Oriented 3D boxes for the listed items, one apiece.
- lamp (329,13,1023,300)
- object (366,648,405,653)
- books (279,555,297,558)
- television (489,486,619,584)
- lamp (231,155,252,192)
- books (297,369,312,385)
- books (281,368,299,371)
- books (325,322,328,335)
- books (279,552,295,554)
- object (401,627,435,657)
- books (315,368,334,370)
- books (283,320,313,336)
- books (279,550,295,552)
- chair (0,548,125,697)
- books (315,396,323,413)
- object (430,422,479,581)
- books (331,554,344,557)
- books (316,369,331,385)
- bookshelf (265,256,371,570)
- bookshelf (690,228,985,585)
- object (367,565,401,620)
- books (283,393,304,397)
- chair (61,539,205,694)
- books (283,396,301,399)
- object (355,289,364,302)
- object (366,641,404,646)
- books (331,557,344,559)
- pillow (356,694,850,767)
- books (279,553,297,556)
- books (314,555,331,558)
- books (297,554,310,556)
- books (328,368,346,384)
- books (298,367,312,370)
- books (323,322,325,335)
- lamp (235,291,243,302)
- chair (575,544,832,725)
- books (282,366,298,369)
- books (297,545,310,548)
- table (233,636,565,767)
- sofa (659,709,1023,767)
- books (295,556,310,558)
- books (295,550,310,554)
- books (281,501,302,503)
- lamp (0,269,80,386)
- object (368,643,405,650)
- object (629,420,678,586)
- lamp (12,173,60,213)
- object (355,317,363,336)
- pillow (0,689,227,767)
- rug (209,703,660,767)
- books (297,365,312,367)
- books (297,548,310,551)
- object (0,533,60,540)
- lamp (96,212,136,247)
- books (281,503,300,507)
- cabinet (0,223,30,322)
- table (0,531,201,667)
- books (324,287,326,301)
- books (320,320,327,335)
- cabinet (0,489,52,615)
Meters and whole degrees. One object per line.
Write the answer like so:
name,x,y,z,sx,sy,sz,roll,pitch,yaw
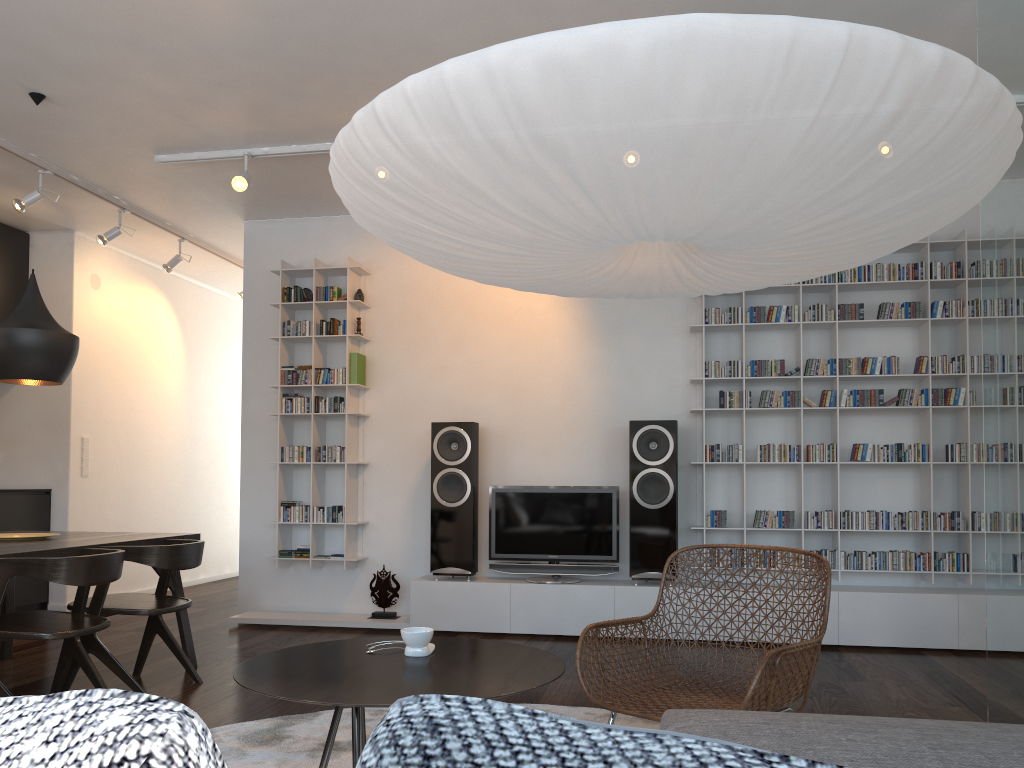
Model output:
lamp,0.328,-0.372,2.034,1.473,0.209,1.474,6,-9,-42
object,-0.348,0.746,2.482,0.124,0.010,0.026,3,-6,-23
books,-1.495,1.151,5.904,0.098,0.015,0.075,-1,-6,11
television,0.267,0.944,5.589,0.789,0.598,0.346,-2,-4,29
lamp,-1.475,-1.146,4.843,0.085,0.239,0.252,1,-4,-7
books,-1.372,-0.041,5.945,0.114,0.107,0.096,-1,-4,11
books,-1.497,-0.096,5.965,0.092,0.013,0.070,-1,-6,11
books,-1.229,-0.364,5.912,0.014,0.092,0.070,0,-4,11
books,-1.496,1.124,5.906,0.092,0.015,0.070,-1,-6,11
object,-0.252,0.714,2.459,0.091,0.069,0.139,-2,-6,22
books,-1.254,-0.100,5.915,0.107,0.008,0.069,-1,-6,11
books,-1.423,-0.368,5.977,0.222,0.112,0.109,-1,-4,11
books,-1.491,1.114,5.906,0.107,0.009,0.069,-1,-6,11
chair,-1.803,0.988,3.416,0.520,0.668,0.596,-1,-4,11
books,-1.293,0.142,5.921,0.029,0.115,0.074,0,-3,11
object,-0.355,0.754,5.701,0.295,0.999,0.281,0,-2,11
books,-1.139,1.135,5.848,0.093,0.013,0.070,-2,-6,16
books,-1.259,-0.042,5.920,0.088,0.107,0.096,0,-4,11
bookshelf,-1.303,0.202,5.976,0.639,2.067,0.227,0,-2,11
bookshelf,2.139,0.144,5.333,2.085,2.067,0.227,-1,-2,11
object,-0.839,1.362,5.812,0.213,0.349,0.122,0,-3,11
books,-1.480,0.080,5.986,0.111,0.022,0.096,-1,-6,11
chair,-1.690,1.056,4.018,0.519,0.668,0.596,0,-4,9
books,-1.478,0.095,5.981,0.111,0.012,0.093,-1,-6,11
object,-1.028,-0.591,5.958,0.064,0.100,0.060,1,-3,-13
object,-0.340,0.754,2.577,0.168,0.015,0.015,0,-4,-2
books,-1.142,1.148,5.852,0.092,0.013,0.070,-1,-6,11
pillow,0.381,0.331,0.264,0.836,0.476,0.276,-1,-3,11
books,-1.495,1.137,5.906,0.092,0.014,0.070,-1,-6,11
books,-1.252,1.152,5.895,0.111,0.012,0.093,-1,-6,11
books,-1.373,1.135,5.883,0.092,0.013,0.070,-1,-6,11
books,-1.149,-0.047,5.910,0.136,0.112,0.123,-1,-5,11
books,-1.373,-0.103,5.932,0.107,0.017,0.069,-1,-6,11
books,-1.242,-0.364,5.916,0.014,0.092,0.070,0,-4,11
lamp,-2.295,-0.827,7.725,0.251,0.239,0.085,4,-4,-37
chair,0.682,0.927,3.055,0.720,0.707,0.687,-4,-6,43
books,-1.494,-0.110,5.961,0.093,0.013,0.070,-2,-6,16
books,-1.373,1.085,5.886,0.092,0.013,0.070,-1,-6,11
table,-0.286,0.967,2.301,0.847,0.470,0.851,-1,-6,13
sofa,-0.368,0.754,1.272,3.067,0.669,2.050,-1,-6,11
books,-1.380,1.151,5.886,0.107,0.016,0.069,-1,-6,11
books,-1.381,1.117,5.883,0.107,0.023,0.069,-1,-6,11
books,-1.480,0.794,5.951,0.111,0.012,0.093,-1,-6,11
lamp,-2.275,-0.276,4.188,0.411,0.539,0.412,3,-4,-32
object,-0.329,0.749,2.536,0.163,0.016,0.025,2,-5,-14
object,0.877,0.734,5.470,0.295,0.999,0.281,0,-2,11
lamp,-2.782,-1.114,5.176,0.251,0.239,0.085,2,-3,-18
object,-1.029,-0.382,5.947,0.045,0.139,0.064,0,-3,2
pillow,-0.477,0.343,0.413,0.839,0.473,0.278,-1,-3,11
rug,-0.141,1.206,2.364,2.837,0.012,2.852,1,-6,-9
books,-1.370,-0.117,5.941,0.112,0.014,0.093,-1,-6,11
books,-1.373,1.098,5.885,0.092,0.013,0.070,-1,-6,11
object,-2.295,0.709,4.104,0.356,0.016,0.357,-1,-7,14
lamp,-2.645,-1.031,5.915,0.251,0.239,0.085,1,-3,-13
books,-1.485,0.810,5.934,0.107,0.023,0.069,-1,-6,11
cabinet,-3.985,-0.696,5.630,0.532,1.045,1.965,0,-5,11
table,-2.379,0.984,3.445,1.106,0.676,2.513,-1,-6,11
books,-1.243,-0.592,5.937,0.012,0.107,0.069,0,-3,11
books,-1.261,-0.371,5.916,0.023,0.107,0.069,0,-3,11
cabinet,-4.184,0.942,4.025,0.732,0.895,5.090,0,-6,11
